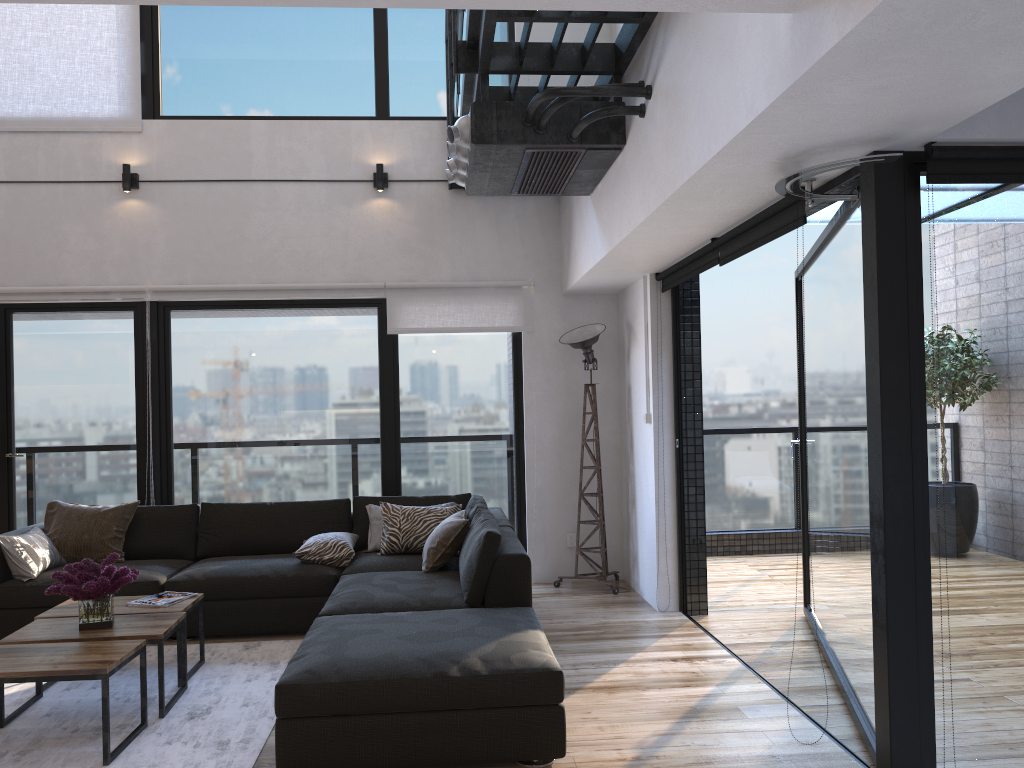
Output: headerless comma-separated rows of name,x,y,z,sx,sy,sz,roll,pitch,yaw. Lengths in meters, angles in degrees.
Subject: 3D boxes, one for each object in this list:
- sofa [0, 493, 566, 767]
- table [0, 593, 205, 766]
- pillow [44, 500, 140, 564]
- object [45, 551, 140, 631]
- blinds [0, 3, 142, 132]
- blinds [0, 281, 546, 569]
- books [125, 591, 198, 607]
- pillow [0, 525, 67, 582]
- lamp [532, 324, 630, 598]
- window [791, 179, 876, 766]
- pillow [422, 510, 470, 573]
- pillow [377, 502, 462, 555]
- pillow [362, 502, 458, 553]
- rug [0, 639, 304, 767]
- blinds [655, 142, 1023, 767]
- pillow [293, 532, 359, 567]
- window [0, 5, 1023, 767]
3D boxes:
sofa,-1.443,1.058,4.447,3.044,0.700,2.999,-1,-1,-5
table,-1.807,1.224,3.817,0.697,0.350,1.298,-1,-1,-4
pillow,-2.643,0.914,5.476,0.609,0.382,0.265,-1,-1,-4
object,-1.799,0.878,3.843,0.342,0.343,0.375,-1,-1,-3
blinds,-4.868,-2.452,4.957,10.202,2.975,1.996,-1,-1,-26
blinds,-2.448,0.344,6.053,5.369,2.044,0.096,-1,-1,-5
books,-1.705,1.053,4.335,0.229,0.013,0.295,-2,-1,16
pillow,-2.764,0.974,5.127,0.212,0.265,0.499,-1,-1,-4
lamp,0.120,0.499,5.895,1.468,1.827,0.425,-1,-1,-20
window,1.467,0.325,4.137,0.100,2.050,2.449,-1,-1,12
pillow,-0.380,0.898,5.064,0.273,0.309,0.547,-1,-1,-5
pillow,-0.560,0.882,5.457,0.532,0.314,0.250,-1,-1,-1
pillow,-0.636,0.910,5.607,0.611,0.294,0.235,-1,-1,-4
rug,-1.794,1.398,3.779,1.637,0.003,2.114,-1,-1,-5
blinds,1.790,0.286,3.474,3.862,2.052,1.828,-2,-1,40
pillow,-1.119,1.000,5.384,0.356,0.177,0.531,-1,-1,-7
window,-2.565,-1.148,4.401,13.397,5.566,5.665,-1,-1,-5
